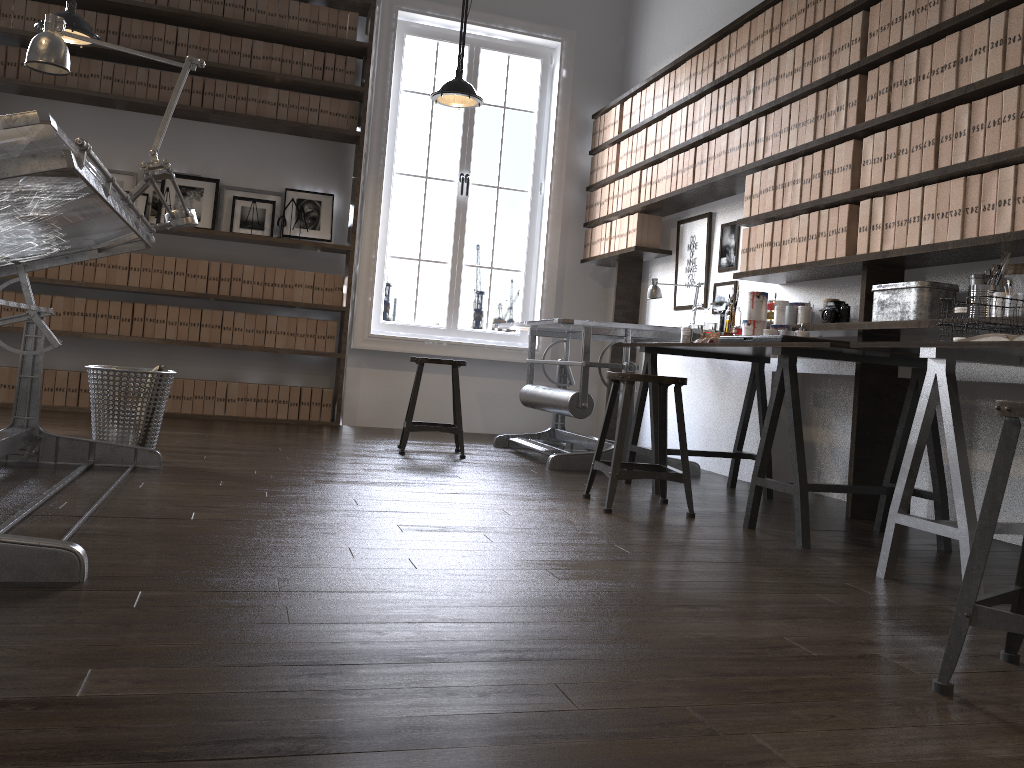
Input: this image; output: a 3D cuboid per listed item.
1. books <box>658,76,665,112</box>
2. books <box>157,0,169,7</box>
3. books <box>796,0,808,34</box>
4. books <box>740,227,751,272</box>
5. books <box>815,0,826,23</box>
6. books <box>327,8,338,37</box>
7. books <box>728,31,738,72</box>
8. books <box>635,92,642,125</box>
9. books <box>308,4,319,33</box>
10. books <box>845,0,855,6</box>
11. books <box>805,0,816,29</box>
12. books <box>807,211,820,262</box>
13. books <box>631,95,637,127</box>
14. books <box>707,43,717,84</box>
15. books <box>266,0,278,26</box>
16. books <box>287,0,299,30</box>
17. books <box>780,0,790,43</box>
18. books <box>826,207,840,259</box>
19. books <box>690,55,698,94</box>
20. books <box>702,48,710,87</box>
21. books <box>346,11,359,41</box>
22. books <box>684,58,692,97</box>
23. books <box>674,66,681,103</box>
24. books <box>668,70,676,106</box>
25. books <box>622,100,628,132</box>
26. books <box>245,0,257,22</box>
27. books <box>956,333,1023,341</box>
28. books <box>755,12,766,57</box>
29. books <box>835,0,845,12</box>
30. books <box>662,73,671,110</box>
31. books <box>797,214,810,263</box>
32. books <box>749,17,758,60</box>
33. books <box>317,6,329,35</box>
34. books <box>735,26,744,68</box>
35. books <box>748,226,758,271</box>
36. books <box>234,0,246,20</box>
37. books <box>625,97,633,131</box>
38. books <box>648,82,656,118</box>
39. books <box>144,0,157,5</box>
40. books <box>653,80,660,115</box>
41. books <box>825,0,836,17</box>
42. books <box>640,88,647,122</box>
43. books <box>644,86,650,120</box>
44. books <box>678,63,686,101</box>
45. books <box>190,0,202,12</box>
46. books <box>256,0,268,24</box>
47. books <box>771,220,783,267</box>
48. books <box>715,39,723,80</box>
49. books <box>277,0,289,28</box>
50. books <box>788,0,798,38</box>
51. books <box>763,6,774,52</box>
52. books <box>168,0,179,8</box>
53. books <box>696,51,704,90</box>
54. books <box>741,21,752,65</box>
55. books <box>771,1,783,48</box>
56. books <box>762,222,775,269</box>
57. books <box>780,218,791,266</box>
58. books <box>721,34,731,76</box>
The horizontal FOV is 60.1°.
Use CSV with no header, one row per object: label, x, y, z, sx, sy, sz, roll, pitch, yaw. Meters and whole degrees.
books,1.015,-1.802,5.570,0.174,0.226,0.066,5,-2,-17
books,-2.344,-2.604,5.964,0.067,0.226,0.174,5,-1,-17
books,1.435,-1.741,4.162,0.174,0.226,0.066,5,-2,-17
books,1.247,-0.664,4.460,0.174,0.226,0.067,5,-2,-17
books,1.478,-1.735,4.033,0.174,0.226,0.066,5,-2,-17
books,-1.283,-2.525,6.288,0.066,0.226,0.174,5,-1,-17
books,1.261,-1.766,4.760,0.174,0.226,0.066,5,-2,-17
books,0.916,-1.816,5.894,0.174,0.226,0.066,5,-2,-17
books,-1.410,-2.534,6.249,0.066,0.226,0.174,5,-1,-17
books,1.539,-1.726,3.828,0.174,0.226,0.066,5,-2,-17
books,1.455,-1.738,4.092,0.174,0.226,0.067,5,-2,-17
books,1.407,-0.641,3.927,0.174,0.226,0.067,5,-2,-17
books,0.900,-1.819,5.963,0.174,0.226,0.066,5,-2,-17
books,1.194,-1.776,4.966,0.174,0.226,0.067,5,-2,-17
books,-1.674,-2.554,6.172,0.066,0.226,0.174,5,-1,-17
books,-1.538,-2.544,6.206,0.067,0.226,0.174,5,-1,-17
books,1.401,-1.746,4.300,0.174,0.226,0.066,5,-2,-17
books,1.451,-0.635,3.805,0.174,0.226,0.066,5,-2,-17
books,1.134,-1.784,5.160,0.174,0.226,0.067,5,-2,-17
books,1.178,-1.778,5.039,0.174,0.226,0.066,5,-2,-17
books,-1.146,-2.515,6.325,0.066,0.226,0.174,5,-1,-17
books,1.114,-1.787,5.229,0.174,0.226,0.066,5,-2,-17
books,1.080,-1.793,5.367,0.174,0.226,0.066,5,-2,-17
books,1.058,-1.796,5.434,0.174,0.226,0.066,5,-2,-17
books,0.857,-1.825,6.106,0.174,0.226,0.066,5,-2,-17
books,-1.807,-2.564,6.124,0.066,0.226,0.174,5,-1,-17
books,1.356,-0.103,2.236,0.256,0.029,0.355,4,1,-17
books,1.336,-1.755,4.502,0.174,0.226,0.066,5,-2,-17
books,1.522,-1.728,3.895,0.174,0.226,0.066,5,-2,-17
books,1.034,-1.799,5.500,0.174,0.226,0.067,5,-2,-17
books,1.386,-0.644,3.996,0.174,0.226,0.066,5,-2,-17
books,1.319,-1.758,4.563,0.174,0.226,0.066,5,-2,-17
books,-1.345,-2.529,6.263,0.067,0.226,0.174,5,-1,-17
books,1.282,-1.763,4.692,0.174,0.226,0.066,5,-2,-17
books,1.271,-0.661,4.397,0.174,0.226,0.066,5,-2,-17
books,-1.876,-2.569,6.103,0.067,0.226,0.174,5,-1,-17
books,0.873,-1.822,6.034,0.174,0.226,0.067,5,-2,-17
books,0.974,-1.807,5.693,0.174,0.226,0.067,5,-2,-17
books,-2.417,-2.609,5.948,0.066,0.226,0.174,5,-1,-17
books,0.998,-1.804,5.631,0.174,0.226,0.066,5,-2,-17
books,1.500,-1.732,3.962,0.174,0.226,0.066,5,-2,-17
books,0.940,-1.813,5.827,0.174,0.226,0.066,5,-2,-17
books,0.960,-1.810,5.759,0.174,0.226,0.066,5,-2,-17
books,1.096,-1.790,5.300,0.174,0.226,0.066,5,-2,-17
books,-2.142,-2.589,6.027,0.066,0.226,0.174,5,-1,-17
books,-1.739,-2.559,6.148,0.066,0.226,0.174,5,-1,-17
books,1.330,-0.653,4.201,0.174,0.226,0.066,5,-2,-17
books,1.221,-1.772,4.896,0.174,0.226,0.066,5,-2,-17
books,-1.607,-2.549,6.190,0.066,0.226,0.174,5,-1,-17
books,1.417,-1.743,4.232,0.174,0.226,0.066,5,-2,-17
books,1.355,-1.752,4.432,0.174,0.226,0.067,5,-2,-17
books,-2.275,-2.599,5.991,0.066,0.226,0.174,5,-1,-17
books,1.157,-1.781,5.101,0.174,0.226,0.066,5,-2,-17
books,1.295,-1.761,4.625,0.174,0.226,0.067,5,-2,-17
books,1.379,-1.749,4.366,0.174,0.226,0.066,5,-2,-17
books,1.306,-0.656,4.267,0.174,0.226,0.067,5,-2,-17
books,1.352,-0.650,4.134,0.174,0.226,0.066,5,-2,-17
books,1.237,-1.770,4.826,0.174,0.226,0.066,5,-2,-17
